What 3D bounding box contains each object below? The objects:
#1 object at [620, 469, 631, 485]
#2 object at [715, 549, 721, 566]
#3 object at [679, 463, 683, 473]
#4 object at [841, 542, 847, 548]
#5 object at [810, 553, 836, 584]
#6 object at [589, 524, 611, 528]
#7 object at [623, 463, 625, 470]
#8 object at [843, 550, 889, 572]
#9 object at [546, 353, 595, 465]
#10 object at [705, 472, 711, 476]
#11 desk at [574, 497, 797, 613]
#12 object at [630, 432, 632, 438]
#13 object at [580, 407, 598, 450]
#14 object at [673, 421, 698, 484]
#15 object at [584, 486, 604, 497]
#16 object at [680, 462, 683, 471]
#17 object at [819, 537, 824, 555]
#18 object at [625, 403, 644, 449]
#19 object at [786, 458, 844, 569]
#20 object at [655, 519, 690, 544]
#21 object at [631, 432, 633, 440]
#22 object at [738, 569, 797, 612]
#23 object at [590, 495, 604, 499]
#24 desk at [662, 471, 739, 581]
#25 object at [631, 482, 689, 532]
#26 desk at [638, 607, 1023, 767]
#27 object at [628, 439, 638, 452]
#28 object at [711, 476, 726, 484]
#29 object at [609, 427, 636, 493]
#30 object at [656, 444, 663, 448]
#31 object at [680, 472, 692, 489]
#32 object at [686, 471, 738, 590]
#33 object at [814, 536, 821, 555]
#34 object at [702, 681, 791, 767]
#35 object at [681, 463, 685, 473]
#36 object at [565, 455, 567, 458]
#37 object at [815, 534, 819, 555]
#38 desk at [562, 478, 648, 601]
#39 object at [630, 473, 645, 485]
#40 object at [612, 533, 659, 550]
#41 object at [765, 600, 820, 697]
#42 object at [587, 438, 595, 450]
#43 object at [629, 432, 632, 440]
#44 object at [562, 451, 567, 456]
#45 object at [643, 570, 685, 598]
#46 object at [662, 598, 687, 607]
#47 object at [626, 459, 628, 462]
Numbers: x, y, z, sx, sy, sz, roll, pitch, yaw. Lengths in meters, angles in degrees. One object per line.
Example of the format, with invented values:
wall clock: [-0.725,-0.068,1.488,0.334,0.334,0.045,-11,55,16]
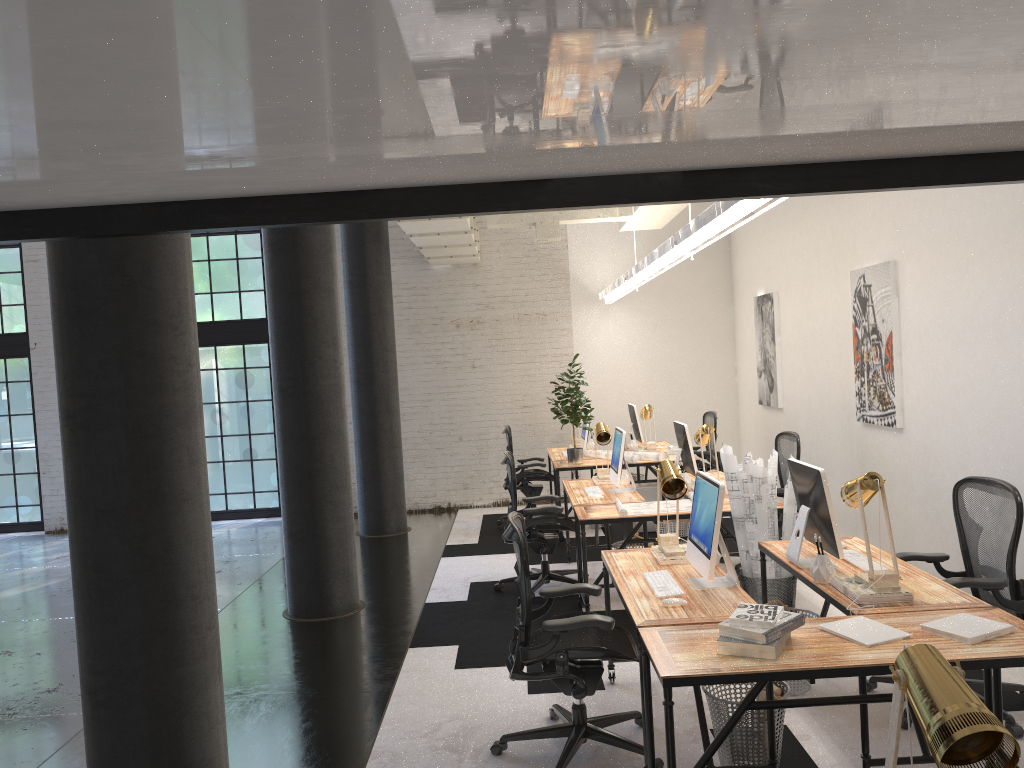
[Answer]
object: [0.914,0.756,7.208,0.101,0.127,0.101,-1,3,45]
object: [0.959,0.823,4.313,0.101,0.127,0.101,-1,3,45]
object: [1.308,0.701,6.782,0.054,0.207,0.008,-4,2,-13]
object: [1.659,0.824,4.540,0.106,0.029,0.059,-3,2,1]
object: [1.367,0.809,3.899,0.101,0.127,0.101,-1,3,45]
object: [0.902,1.258,9.245,0.353,0.435,0.358,-3,2,-3]
object: [0.911,0.714,7.221,0.054,0.207,0.008,-5,3,-35]
object: [1.652,0.839,4.212,0.118,0.018,0.438,-3,1,0]
object: [0.576,0.243,8.667,0.438,1.078,0.513,-4,2,-9]
object: [1.613,0.756,7.435,0.106,0.029,0.059,-3,2,1]
desk: [1.149,1.196,6.047,1.401,0.725,0.529,-3,2,0]
object: [1.286,0.615,9.485,0.008,0.207,0.054,-4,2,-17]
object: [0.817,0.504,9.543,0.189,0.485,0.483,-3,2,0]
object: [1.371,0.551,7.124,0.189,0.485,0.483,-3,2,0]
object: [0.635,0.834,6.899,0.118,0.018,0.438,-3,1,0]
object: [1.312,0.700,6.806,0.008,0.207,0.054,-4,2,-17]
object: [1.366,0.768,3.883,0.054,0.207,0.008,-5,3,-35]
object: [1.345,0.466,9.804,0.189,0.485,0.483,-3,2,0]
object: [1.416,0.618,4.229,0.189,0.485,0.483,-3,2,0]
object: [1.375,1.294,7.481,0.353,0.435,0.358,-3,2,-3]
object: [1.294,0.615,9.458,0.054,0.207,0.008,-5,3,-35]
object: [1.590,1.359,5.485,0.353,0.399,0.353,-5,3,-45]
object: [0.628,0.835,6.571,0.106,0.029,0.059,-3,2,1]
desk: [1.566,1.148,7.014,0.529,0.725,1.400,-3,2,0]
object: [1.483,1.225,8.878,0.544,0.455,0.221,-3,2,0]
desk: [1.194,1.263,3.152,1.401,0.725,0.529,-3,2,0]
object: [1.296,0.657,9.473,0.101,0.127,0.101,-1,3,45]
object: [1.607,0.771,7.107,0.118,0.018,0.438,-3,1,0]
object: [0.844,0.589,6.864,0.189,0.485,0.483,-3,2,0]
object: [1.581,0.686,9.787,0.118,0.018,0.438,-3,1,0]
object: [1.322,0.742,6.794,0.101,0.127,0.101,-1,3,45]
object: [0.889,0.656,3.969,0.189,0.485,0.483,-3,2,0]
object: [1.354,0.769,3.887,0.054,0.207,0.008,-4,2,-13]
object: [0.974,1.410,3.671,0.353,0.435,0.358,-3,2,-3]
object: [1.320,0.700,6.778,0.054,0.207,0.008,-5,3,-35]
object: [0.602,0.750,9.251,0.106,0.029,0.059,-3,2,1]
object: [1.357,0.767,3.911,0.008,0.207,0.054,-4,2,-17]
desk: [0.720,1.198,7.022,0.529,0.725,1.400,-3,2,0]
object: [1.348,1.209,10.161,0.353,0.435,0.358,-3,2,-3]
object: [0.928,1.343,6.566,0.353,0.435,0.358,-3,2,-3]
object: [1.420,1.361,4.586,0.353,0.435,0.358,-3,2,-3]
object: [0.888,0.671,9.888,0.101,0.127,0.101,-1,3,45]
object: [1.282,0.617,9.462,0.054,0.207,0.008,-4,2,-13]
object: [0.609,0.749,9.579,0.118,0.018,0.438,-3,1,0]
object: [0.681,0.901,4.004,0.118,0.018,0.438,-3,1,0]
object: [0.673,0.903,3.676,0.106,0.029,0.059,-3,2,1]
object: [0.922,0.714,7.217,0.054,0.207,0.008,-4,2,-13]
